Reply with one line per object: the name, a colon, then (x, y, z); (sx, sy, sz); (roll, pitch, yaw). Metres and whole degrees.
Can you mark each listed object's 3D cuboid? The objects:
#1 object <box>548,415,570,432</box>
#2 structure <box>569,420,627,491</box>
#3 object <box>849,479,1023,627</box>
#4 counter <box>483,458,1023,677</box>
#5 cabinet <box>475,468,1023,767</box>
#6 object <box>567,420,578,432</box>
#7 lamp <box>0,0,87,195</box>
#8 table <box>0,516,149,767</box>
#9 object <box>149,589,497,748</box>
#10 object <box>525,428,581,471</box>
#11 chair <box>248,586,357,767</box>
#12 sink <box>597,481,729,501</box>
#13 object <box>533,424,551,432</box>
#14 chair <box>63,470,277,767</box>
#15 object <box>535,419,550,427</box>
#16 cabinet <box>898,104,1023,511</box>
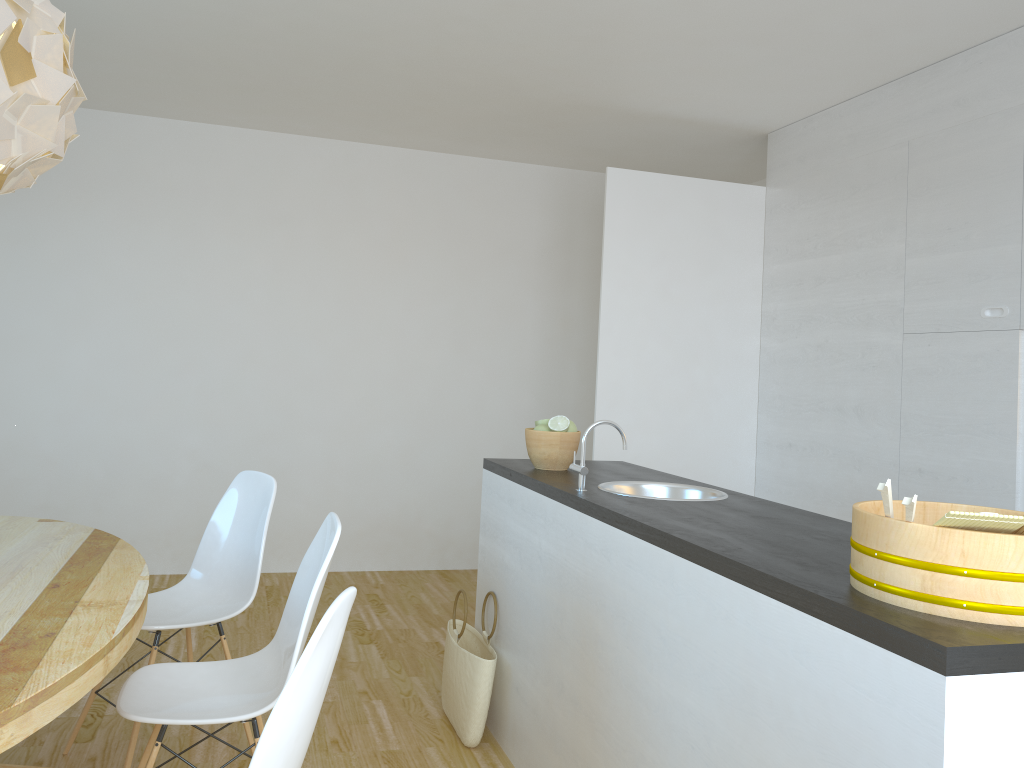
object: (0.169, 0.150, 3.188); (0.077, 0.072, 0.074); (3, -1, 8)
structure: (0.267, 0.216, 2.730); (0.162, 0.216, 0.097); (3, -2, -17)
object: (0.786, 0.262, 1.511); (0.378, 0.215, 0.429); (3, 0, 11)
counter: (0.528, 0.361, 2.449); (0.600, 0.040, 2.400); (3, 1, -17)
cabinet: (0.503, 0.836, 2.425); (0.600, 0.912, 2.400); (3, 0, -17)
object: (0.198, 0.179, 3.255); (0.086, 0.099, 0.102); (3, -1, 4)
lamp: (-1.305, -0.939, 1.997); (0.646, 1.138, 0.638); (4, -2, -18)
table: (-1.455, 0.834, 1.903); (1.192, 0.727, 2.189); (3, 0, -19)
object: (-0.524, 0.987, 2.919); (1.187, 0.503, 0.471); (3, -1, -39)
object: (0.147, 0.240, 3.248); (0.205, 0.142, 0.204); (3, 0, 34)
chair: (-0.570, 0.798, 1.507); (0.523, 0.904, 0.429); (3, -2, 3)
sink: (0.464, 0.407, 2.757); (0.404, 0.157, 0.403); (3, 0, 25)
object: (0.120, 0.191, 3.230); (0.098, 0.086, 0.081); (2, -1, 38)
chair: (-1.089, 0.752, 2.908); (0.430, 0.904, 0.521); (1, -3, 43)
object: (0.127, 0.160, 3.308); (0.086, 0.065, 0.084); (3, -1, -5)
cabinet: (2.387, 0.137, 2.377); (0.480, 2.306, 3.199); (4, -1, -17)
